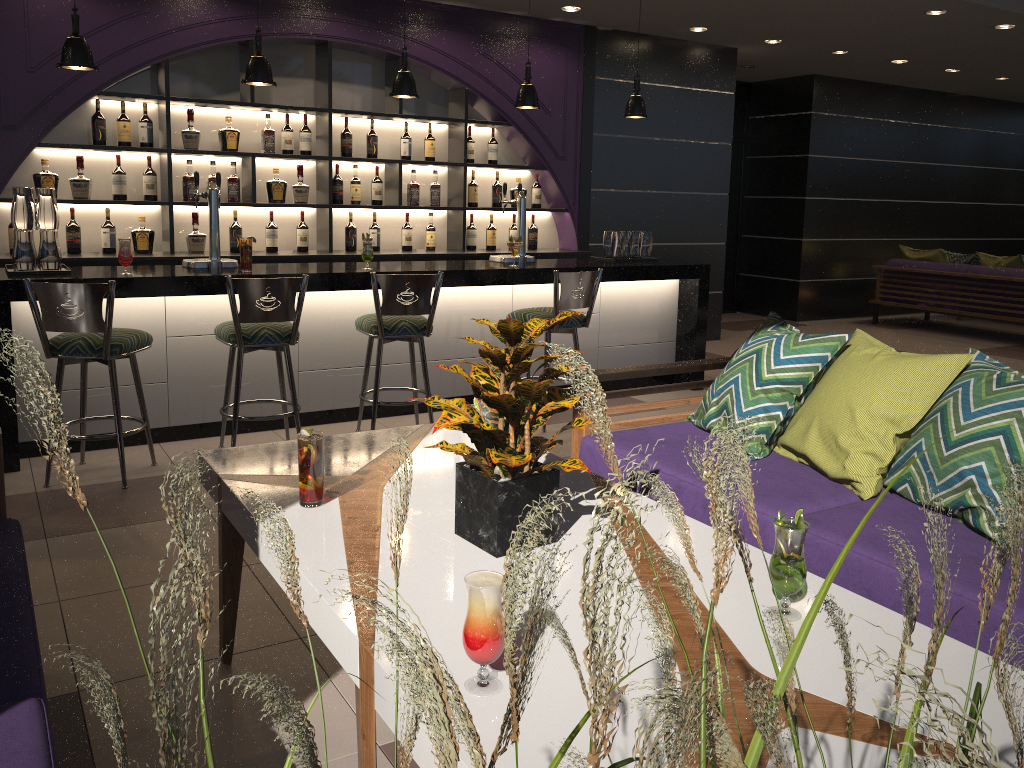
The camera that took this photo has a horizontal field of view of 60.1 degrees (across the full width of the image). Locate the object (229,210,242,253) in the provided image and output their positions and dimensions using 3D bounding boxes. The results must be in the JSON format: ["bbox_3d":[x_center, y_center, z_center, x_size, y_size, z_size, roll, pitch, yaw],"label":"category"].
[{"bbox_3d":[-1.934,-1.069,6.196,0.086,0.295,0.087,4,9,17],"label":"object"}]

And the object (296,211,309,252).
[{"bbox_3d":[-1.529,-1.114,6.459,0.086,0.296,0.087,4,9,17],"label":"object"}]

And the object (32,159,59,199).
[{"bbox_3d":[-2.927,-1.286,5.558,0.152,0.245,0.095,-7,12,-42],"label":"object"}]

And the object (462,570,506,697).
[{"bbox_3d":[-0.044,0.392,1.392,0.069,0.179,0.069,9,12,41],"label":"object"}]

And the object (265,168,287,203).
[{"bbox_3d":[-1.679,-1.412,6.308,0.151,0.245,0.095,-4,10,-29],"label":"object"}]

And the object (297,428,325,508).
[{"bbox_3d":[-0.499,0.206,2.205,0.067,0.188,0.085,0,9,-6],"label":"object"}]

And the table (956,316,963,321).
[{"bbox_3d":[6.210,-0.930,10.248,0.943,0.548,2.054,-5,13,-31],"label":"table"}]

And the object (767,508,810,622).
[{"bbox_3d":[0.520,0.334,1.666,0.069,0.209,0.069,9,12,41],"label":"object"}]

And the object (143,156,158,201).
[{"bbox_3d":[-2.404,-1.365,5.877,0.086,0.296,0.087,4,9,17],"label":"object"}]

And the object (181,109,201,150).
[{"bbox_3d":[-2.172,-1.718,5.988,0.123,0.277,0.124,-1,9,-17],"label":"object"}]

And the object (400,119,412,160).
[{"bbox_3d":[-0.814,-1.877,6.823,0.087,0.312,0.104,-3,10,-26],"label":"object"}]

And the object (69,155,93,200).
[{"bbox_3d":[-2.761,-1.321,5.668,0.123,0.277,0.124,-1,9,-17],"label":"object"}]

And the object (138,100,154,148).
[{"bbox_3d":[-2.412,-1.709,5.831,0.087,0.312,0.104,-3,10,-26],"label":"object"}]

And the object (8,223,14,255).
[{"bbox_3d":[-3.093,-0.956,5.521,0.086,0.296,0.087,4,9,17],"label":"object"}]

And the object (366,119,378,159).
[{"bbox_3d":[-1.055,-1.845,6.677,0.086,0.295,0.087,4,9,17],"label":"object"}]

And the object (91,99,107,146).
[{"bbox_3d":[-2.667,-1.683,5.709,0.086,0.295,0.087,4,9,17],"label":"object"}]

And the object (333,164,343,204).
[{"bbox_3d":[-1.294,-1.478,6.553,0.086,0.296,0.087,4,9,17],"label":"object"}]

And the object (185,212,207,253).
[{"bbox_3d":[-2.172,-1.039,6.078,0.123,0.277,0.124,-4,10,-31],"label":"object"}]

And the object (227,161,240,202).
[{"bbox_3d":[-1.944,-1.411,6.184,0.083,0.279,0.083,0,9,-11],"label":"object"}]

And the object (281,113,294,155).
[{"bbox_3d":[-1.617,-1.795,6.372,0.086,0.296,0.087,4,9,17],"label":"object"}]

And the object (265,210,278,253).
[{"bbox_3d":[-1.716,-1.090,6.322,0.086,0.295,0.087,4,9,17],"label":"object"}]

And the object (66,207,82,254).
[{"bbox_3d":[-2.818,-0.985,5.685,0.086,0.296,0.087,4,9,17],"label":"object"}]

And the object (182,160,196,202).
[{"bbox_3d":[-2.192,-1.383,6.024,0.083,0.279,0.083,10,12,43],"label":"object"}]

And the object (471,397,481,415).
[{"bbox_3d":[-0.091,0.126,2.620,0.106,0.195,0.107,1,9,-3],"label":"object"}]

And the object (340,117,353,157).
[{"bbox_3d":[-1.229,-1.828,6.573,0.086,0.296,0.087,4,9,17],"label":"object"}]

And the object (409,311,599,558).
[{"bbox_3d":[0.006,0.095,1.988,0.425,0.522,0.434,-2,10,-19],"label":"object"}]

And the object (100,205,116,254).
[{"bbox_3d":[-2.641,-1.010,5.794,0.087,0.312,0.104,-3,10,-26],"label":"object"}]

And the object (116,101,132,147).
[{"bbox_3d":[-2.540,-1.695,5.789,0.086,0.296,0.087,4,9,17],"label":"object"}]

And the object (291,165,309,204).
[{"bbox_3d":[-1.532,-1.444,6.406,0.123,0.277,0.124,-1,9,-17],"label":"object"}]

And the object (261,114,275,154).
[{"bbox_3d":[-1.728,-1.768,6.270,0.083,0.279,0.083,-4,10,-31],"label":"object"}]

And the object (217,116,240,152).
[{"bbox_3d":[-1.961,-1.727,6.133,0.152,0.245,0.095,-7,12,-42],"label":"object"}]

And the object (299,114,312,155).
[{"bbox_3d":[-1.497,-1.801,6.417,0.086,0.295,0.087,4,9,17],"label":"object"}]

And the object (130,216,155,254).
[{"bbox_3d":[-2.462,-0.993,5.901,0.151,0.245,0.095,-2,10,-21],"label":"object"}]

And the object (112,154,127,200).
[{"bbox_3d":[-2.557,-1.344,5.761,0.086,0.295,0.087,4,9,17],"label":"object"}]

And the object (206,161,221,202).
[{"bbox_3d":[-2.069,-1.403,6.130,0.083,0.279,0.083,-4,10,-31],"label":"object"}]

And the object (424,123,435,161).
[{"bbox_3d":[-0.643,-1.886,6.928,0.086,0.296,0.087,4,9,17],"label":"object"}]

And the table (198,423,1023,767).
[{"bbox_3d":[-0.015,0.624,2.061,0.943,0.548,2.054,-5,13,-31],"label":"table"}]
